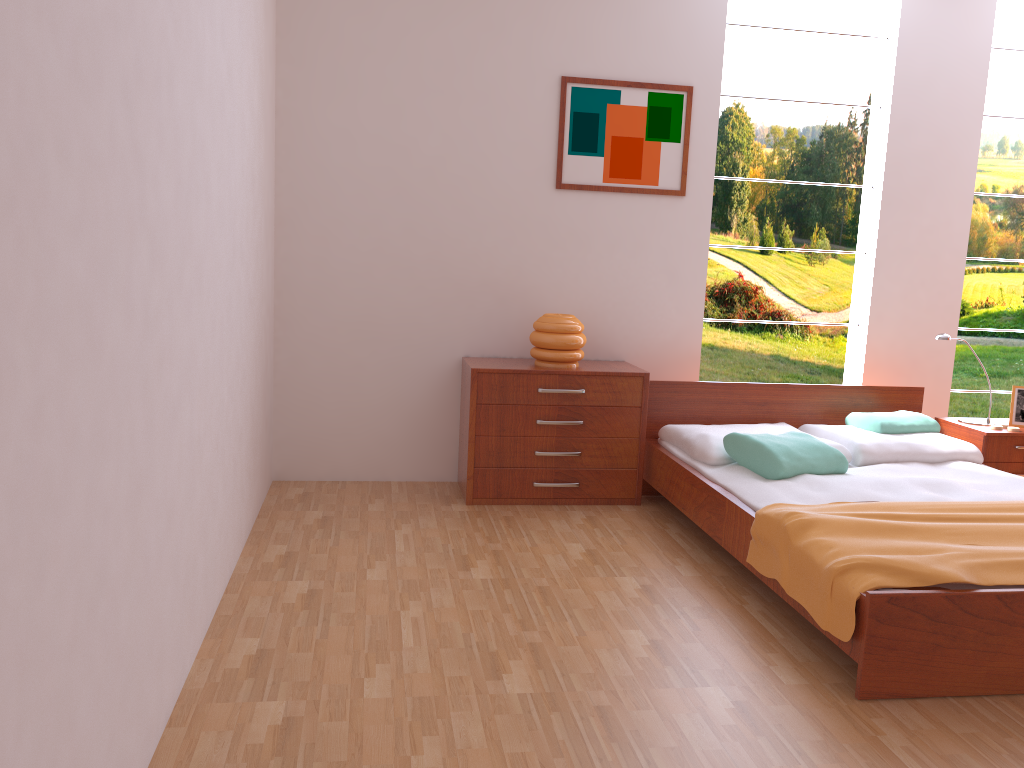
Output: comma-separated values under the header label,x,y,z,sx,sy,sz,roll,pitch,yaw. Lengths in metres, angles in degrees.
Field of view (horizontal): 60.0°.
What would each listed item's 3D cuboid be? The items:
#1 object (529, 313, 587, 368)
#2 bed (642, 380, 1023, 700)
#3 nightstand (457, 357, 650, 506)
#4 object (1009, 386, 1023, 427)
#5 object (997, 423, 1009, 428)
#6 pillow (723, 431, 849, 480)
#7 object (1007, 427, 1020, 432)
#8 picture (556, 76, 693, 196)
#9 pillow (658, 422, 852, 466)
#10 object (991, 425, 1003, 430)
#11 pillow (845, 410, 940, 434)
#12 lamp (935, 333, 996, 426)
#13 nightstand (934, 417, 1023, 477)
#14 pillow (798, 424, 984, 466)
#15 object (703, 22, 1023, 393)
label,x,y,z,sx,sy,sz,roll,pitch,yaw
object,0.213,-0.203,4.121,0.264,0.244,0.264,4,8,8
bed,1.552,0.425,3.392,1.632,0.560,1.990,1,8,-9
nightstand,0.180,0.220,4.183,0.815,0.626,0.428,1,8,-9
object,2.415,0.109,4.162,0.131,0.191,0.037,6,9,21
object,2.291,0.196,4.142,0.049,0.018,0.049,-1,9,-22
pillow,1.111,0.286,3.610,0.425,0.164,0.334,-3,10,-32
object,2.296,0.208,4.059,0.049,0.018,0.049,-1,9,-22
picture,0.537,-1.180,4.247,0.645,0.517,0.030,1,8,-9
pillow,1.055,0.274,3.955,0.682,0.157,0.574,0,9,-15
object,2.236,0.201,4.090,0.049,0.018,0.049,-1,9,-22
pillow,1.775,0.189,4.149,0.322,0.116,0.276,1,9,-12
lamp,2.148,-0.023,4.177,0.337,0.421,0.163,-1,9,-21
nightstand,2.305,0.413,4.224,0.439,0.442,0.377,1,8,-9
pillow,1.726,0.286,4.082,0.630,0.182,0.574,1,9,-11
object,2.043,-0.852,4.619,2.205,1.815,0.033,1,8,-9
